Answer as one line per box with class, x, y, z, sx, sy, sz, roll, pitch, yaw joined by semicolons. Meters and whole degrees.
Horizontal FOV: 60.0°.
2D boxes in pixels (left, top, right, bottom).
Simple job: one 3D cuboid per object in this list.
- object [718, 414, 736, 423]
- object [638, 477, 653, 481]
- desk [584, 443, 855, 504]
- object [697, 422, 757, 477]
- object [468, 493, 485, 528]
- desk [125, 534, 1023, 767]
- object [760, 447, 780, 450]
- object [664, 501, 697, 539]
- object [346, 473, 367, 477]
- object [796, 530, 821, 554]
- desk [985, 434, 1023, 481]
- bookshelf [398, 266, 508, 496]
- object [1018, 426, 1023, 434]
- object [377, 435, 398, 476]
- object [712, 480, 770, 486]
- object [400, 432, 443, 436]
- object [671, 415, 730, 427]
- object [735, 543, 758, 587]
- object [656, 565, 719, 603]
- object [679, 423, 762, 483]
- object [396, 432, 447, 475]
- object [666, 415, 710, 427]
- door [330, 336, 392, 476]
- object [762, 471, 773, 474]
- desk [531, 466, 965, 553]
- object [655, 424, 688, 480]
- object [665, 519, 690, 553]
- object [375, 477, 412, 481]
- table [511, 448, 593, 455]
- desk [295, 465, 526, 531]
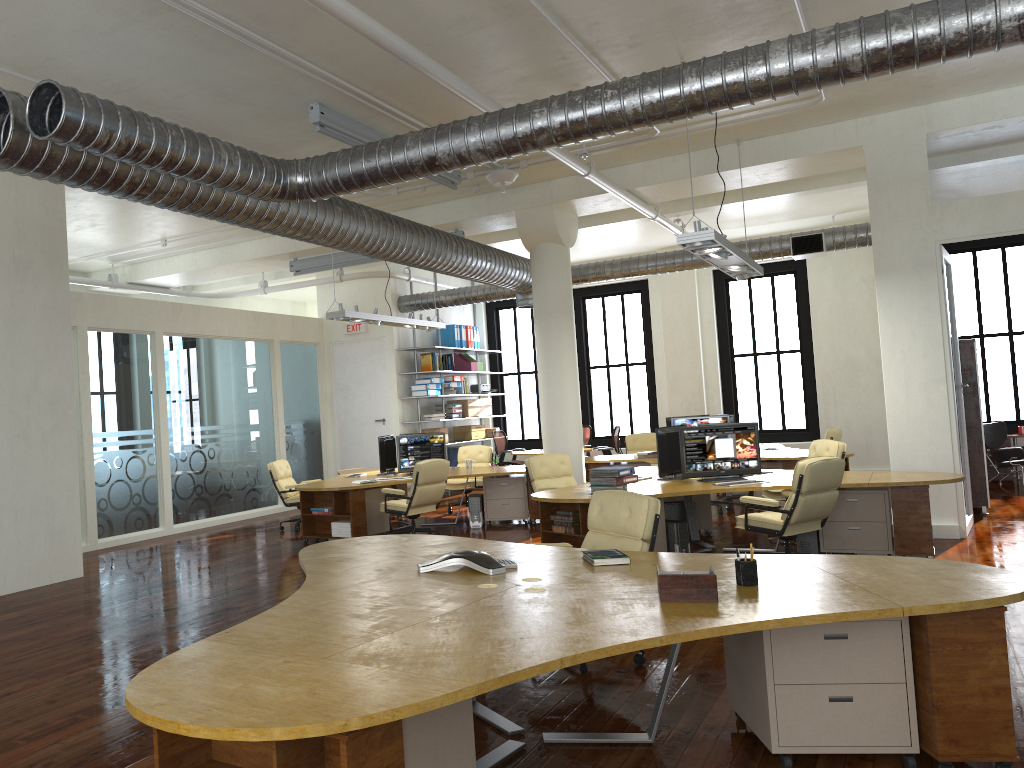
object;3.250;0.730;13.352;0.294;0.552;0.798;-4;-2;-2
object;1.274;1.016;9.461;0.252;0.016;0.429;-5;-2;42
desk;3.230;1.380;13.517;4.258;0.734;3.177;-4;-2;33
object;2.276;0.683;9.308;0.268;0.552;0.872;-3;-2;-31
object;-0.489;1.735;12.187;0.185;0.411;0.466;-4;-2;3
desk;0.451;1.304;4.176;3.588;0.734;3.803;-4;-2;3
object;3.844;0.960;13.225;0.236;0.016;0.462;-4;-1;4
object;1.813;1.542;10.006;0.483;0.411;0.179;-4;-2;1
object;-2.241;1.310;12.727;0.236;0.016;0.462;-4;-1;4
object;2.913;1.442;8.705;0.196;0.411;0.440;-5;-2;25
desk;7.955;1.115;13.223;1.751;0.695;1.471;-4;-2;27
bookshelf;-1.063;-0.027;17.522;0.713;4.605;3.305;-5;-2;24
object;8.001;0.723;13.856;0.096;0.120;0.162;-2;-2;-40
object;-1.790;1.013;12.685;0.304;0.552;0.772;-4;-2;8
object;2.170;0.935;8.382;0.447;0.016;0.243;-3;-2;-20
object;-1.295;0.988;12.874;0.888;0.552;0.263;-5;-2;38
object;2.791;0.750;13.066;0.872;0.552;0.268;-4;-2;25
object;1.044;0.807;3.957;0.097;0.185;0.080;-5;-3;36
object;0.750;0.852;3.831;0.237;0.116;0.295;-4;-2;11
object;2.073;0.682;8.802;0.799;0.552;0.294;-3;-2;-3
object;-1.240;0.970;12.287;0.741;0.552;0.316;-3;-2;-31
object;2.726;0.769;13.680;0.760;0.552;0.308;-3;-2;-19
door;-2.797;0.674;16.568;1.349;3.031;0.088;-5;-2;30
object;2.513;0.943;9.498;0.210;0.016;0.517;-2;-2;-35
desk;2.000;1.350;9.503;3.906;0.734;3.494;-3;-2;-1
object;1.704;0.719;9.361;0.320;0.552;0.730;-5;-2;36
object;1.469;1.525;8.562;0.165;0.411;0.522;-2;-2;-35
object;-1.547;1.239;11.583;0.470;0.016;0.232;-3;-1;-4
table;0.752;1.602;16.365;1.347;0.745;1.619;-2;-2;-37
desk;-1.593;1.653;12.942;3.631;0.734;3.743;-3;-2;-24
